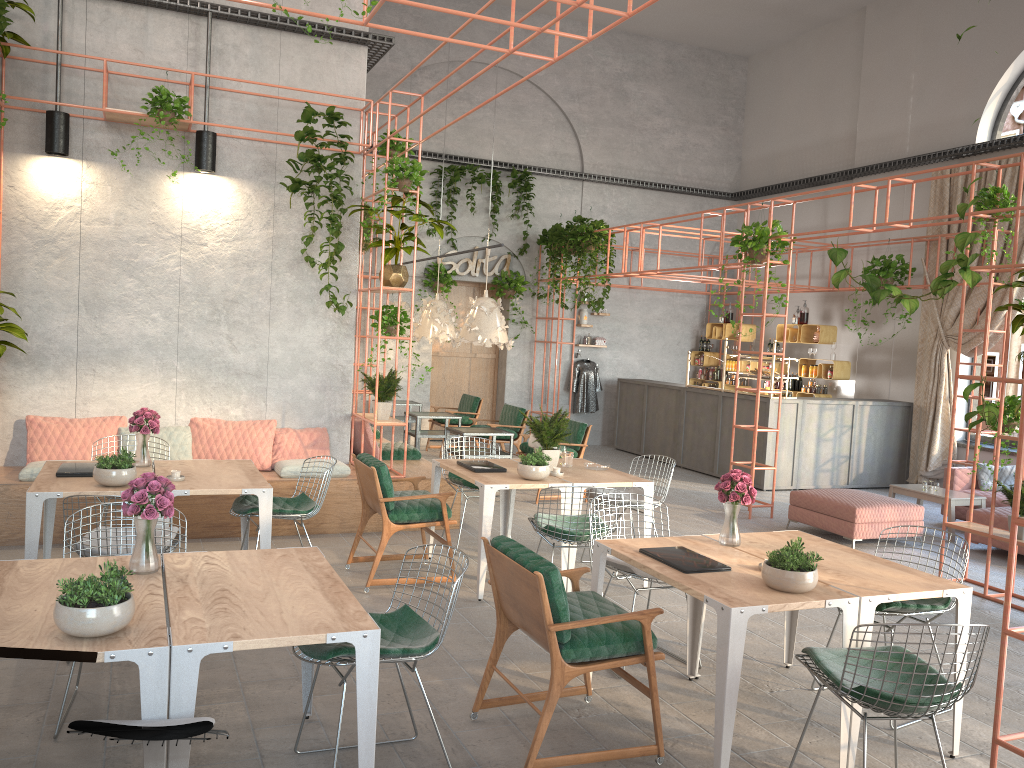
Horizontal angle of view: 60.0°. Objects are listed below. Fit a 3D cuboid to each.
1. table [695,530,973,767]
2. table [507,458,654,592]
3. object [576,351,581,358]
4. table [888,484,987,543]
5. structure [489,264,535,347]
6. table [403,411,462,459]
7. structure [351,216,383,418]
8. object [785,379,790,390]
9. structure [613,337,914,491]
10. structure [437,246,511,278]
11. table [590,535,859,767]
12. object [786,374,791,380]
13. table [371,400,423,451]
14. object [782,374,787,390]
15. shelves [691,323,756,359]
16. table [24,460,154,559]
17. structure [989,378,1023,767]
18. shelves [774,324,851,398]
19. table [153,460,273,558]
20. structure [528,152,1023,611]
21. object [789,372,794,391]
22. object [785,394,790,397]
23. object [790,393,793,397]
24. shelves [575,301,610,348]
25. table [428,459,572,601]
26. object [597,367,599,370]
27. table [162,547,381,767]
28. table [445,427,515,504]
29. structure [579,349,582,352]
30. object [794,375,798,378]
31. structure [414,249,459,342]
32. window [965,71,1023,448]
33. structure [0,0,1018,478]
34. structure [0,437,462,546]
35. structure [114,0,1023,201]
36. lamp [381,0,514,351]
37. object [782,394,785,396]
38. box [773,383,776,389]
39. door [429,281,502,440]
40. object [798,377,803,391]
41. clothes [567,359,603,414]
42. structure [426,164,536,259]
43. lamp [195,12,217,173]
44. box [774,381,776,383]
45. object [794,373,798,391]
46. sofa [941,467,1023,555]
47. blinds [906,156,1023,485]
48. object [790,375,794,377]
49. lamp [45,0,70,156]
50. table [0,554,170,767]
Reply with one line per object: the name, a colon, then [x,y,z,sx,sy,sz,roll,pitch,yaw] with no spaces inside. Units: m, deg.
table: [1.601,1.319,4.626,0.694,0.830,1.214,2,3,-23]
table: [0.509,1.104,7.177,0.694,0.830,1.214,2,3,-23]
object: [1.171,-0.515,15.602,0.093,0.121,0.049,2,3,-21]
table: [4.622,1.392,9.691,0.520,0.455,0.916,2,3,-23]
structure: [-0.139,-1.401,15.132,0.950,1.527,0.921,2,4,-25]
table: [-1.068,0.795,11.730,0.635,0.798,0.602,2,3,-23]
structure: [-2.424,-0.808,13.856,0.630,3.597,0.430,2,3,-23]
object: [4.371,-0.022,14.046,0.082,0.246,0.082,4,3,10]
structure: [3.797,0.307,14.084,2.579,2.022,4.057,2,3,-23]
structure: [-0.627,-2.041,14.771,1.312,0.505,0.063,2,3,-23]
table: [0.962,1.300,4.351,0.694,0.830,1.205,2,3,-23]
object: [4.403,-0.028,14.167,0.072,0.248,0.094,2,3,-23]
table: [-1.747,0.667,13.343,0.635,0.798,0.602,2,3,-23]
object: [4.336,-0.030,14.141,0.072,0.248,0.094,2,3,-23]
shelves: [3.791,-0.150,15.704,0.328,1.838,1.750,2,3,-23]
table: [-2.729,1.003,5.802,0.694,0.830,1.205,2,3,-23]
structure: [2.285,0.045,3.265,0.624,3.602,0.424,2,3,-23]
shelves: [4.533,-0.010,13.939,0.328,1.838,1.750,2,3,-23]
table: [-2.090,1.023,6.077,0.694,0.830,1.214,2,3,-23]
structure: [4.755,-0.181,9.332,4.157,4.247,14.689,2,3,-23]
object: [4.409,-0.038,13.971,0.066,0.291,0.066,1,4,-39]
object: [4.400,0.267,14.204,0.094,0.219,0.094,2,3,-23]
object: [4.409,0.179,13.979,0.058,0.059,0.058,1,4,-38]
shelves: [1.426,-1.043,15.597,0.560,0.790,0.186,2,3,-23]
table: [-0.131,1.084,6.902,0.694,0.830,1.205,2,3,-23]
object: [1.539,-0.250,15.786,0.033,0.146,0.070,6,4,38]
table: [-1.033,1.222,3.562,0.694,0.830,1.214,2,3,-23]
table: [-0.389,0.923,10.117,0.635,0.798,0.602,2,3,-23]
structure: [1.199,-0.589,15.624,0.066,0.044,0.019,2,3,-23]
object: [4.533,-0.024,14.225,0.072,0.248,0.094,2,3,-23]
structure: [-1.337,-1.456,14.577,0.921,1.527,0.950,4,3,10]
window: [7.239,-1.840,10.215,0.089,5.538,4.127,2,3,-23]
structure: [-2.778,-1.070,7.822,4.501,4.345,14.096,2,4,-24]
structure: [-3.639,0.876,10.367,4.386,0.500,5.831,2,3,-23]
structure: [0.181,-3.167,6.861,15.603,0.110,15.203,2,3,-23]
lamp: [-0.913,-2.533,11.582,0.704,4.052,4.456,2,3,-23]
object: [4.316,0.265,14.168,0.094,0.219,0.094,4,3,10]
box: [4.231,0.030,14.350,0.058,0.093,0.122,2,3,-23]
door: [-0.972,-0.409,15.537,1.360,2.729,0.551,2,3,-23]
object: [4.564,-0.032,14.046,0.074,0.287,0.072,4,3,9]
clothes: [1.308,0.066,15.637,0.625,0.997,0.366,0,4,-43]
structure: [-0.535,-2.869,14.628,1.939,1.514,0.856,1,4,-29]
lamp: [-2.768,-2.656,8.072,0.179,1.425,0.185,2,3,-23]
box: [4.272,-0.061,14.363,0.058,0.093,0.122,2,3,-12]
object: [4.490,-0.031,14.012,0.065,0.280,0.065,4,3,20]
sofa: [5.452,1.353,9.285,1.960,0.672,2.219,2,3,-23]
blinds: [6.642,-0.630,10.186,0.414,4.389,4.957,2,3,-22]
object: [4.467,-0.026,14.200,0.072,0.248,0.094,2,3,-23]
lamp: [-3.880,-2.691,7.601,0.179,1.425,0.185,2,3,-23]
table: [-1.671,1.202,3.287,0.694,0.830,1.205,2,3,-23]
